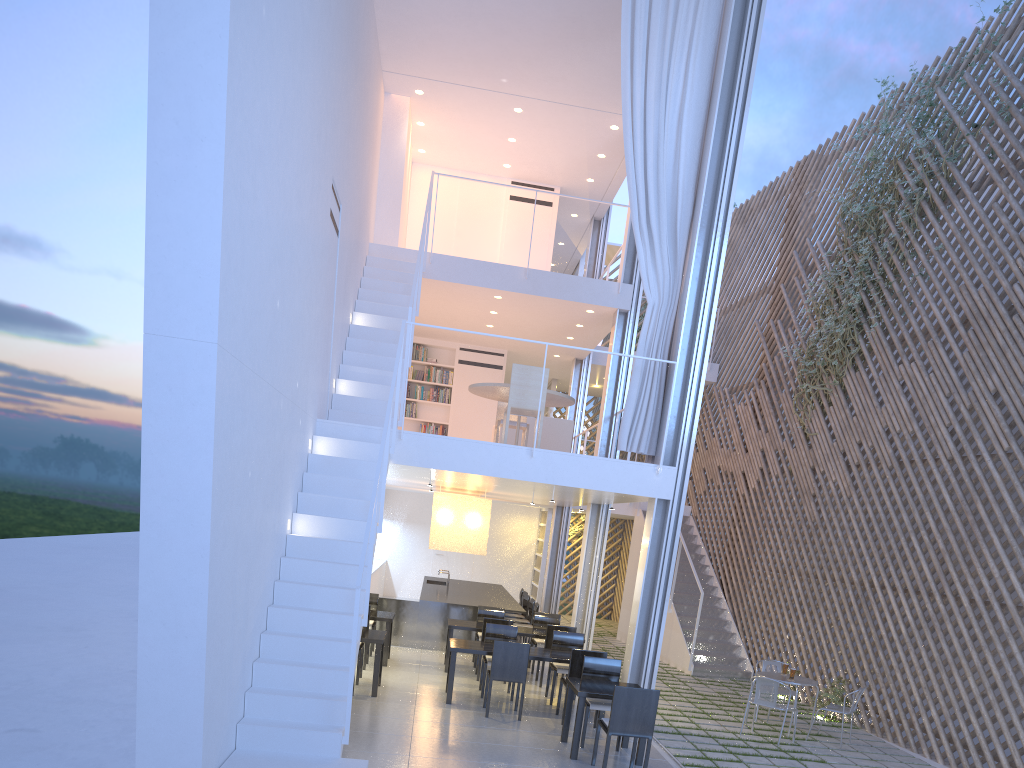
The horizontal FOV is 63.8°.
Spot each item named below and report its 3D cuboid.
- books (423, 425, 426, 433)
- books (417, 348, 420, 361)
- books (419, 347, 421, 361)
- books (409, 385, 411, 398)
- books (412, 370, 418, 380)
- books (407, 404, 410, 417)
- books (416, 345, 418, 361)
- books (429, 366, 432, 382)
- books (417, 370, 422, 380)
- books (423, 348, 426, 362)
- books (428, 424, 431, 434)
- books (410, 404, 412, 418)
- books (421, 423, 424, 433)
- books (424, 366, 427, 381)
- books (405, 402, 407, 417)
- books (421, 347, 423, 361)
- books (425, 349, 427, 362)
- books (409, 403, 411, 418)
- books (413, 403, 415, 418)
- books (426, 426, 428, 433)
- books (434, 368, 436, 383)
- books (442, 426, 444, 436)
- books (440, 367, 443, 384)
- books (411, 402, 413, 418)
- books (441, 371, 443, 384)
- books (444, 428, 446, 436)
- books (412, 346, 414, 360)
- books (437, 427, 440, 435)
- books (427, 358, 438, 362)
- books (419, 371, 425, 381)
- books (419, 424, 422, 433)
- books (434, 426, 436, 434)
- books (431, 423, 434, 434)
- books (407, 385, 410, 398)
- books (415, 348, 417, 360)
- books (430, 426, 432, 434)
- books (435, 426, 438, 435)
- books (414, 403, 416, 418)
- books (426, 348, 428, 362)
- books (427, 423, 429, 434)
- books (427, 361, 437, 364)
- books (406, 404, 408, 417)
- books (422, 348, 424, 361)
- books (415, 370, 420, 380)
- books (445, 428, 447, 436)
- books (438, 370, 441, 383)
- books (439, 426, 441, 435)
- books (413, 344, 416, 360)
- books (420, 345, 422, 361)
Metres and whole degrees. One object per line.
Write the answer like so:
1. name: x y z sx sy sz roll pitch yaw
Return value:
1. books: -0.826 0.457 7.772 0.021 0.127 0.088 6 5 -4
2. books: -0.866 -0.265 7.614 0.018 0.125 0.081 6 5 -4
3. books: -0.852 -0.268 7.609 0.005 0.133 0.091 6 5 -4
4. books: -0.951 0.080 7.687 0.006 0.133 0.068 6 7 -4
5. books: -0.903 -0.078 7.666 0.040 0.105 0.060 6 6 -5
6. books: -0.967 0.259 7.720 0.018 0.125 0.081 6 5 -4
7. books: -0.879 -0.278 7.608 0.010 0.146 0.085 6 6 -4
8. books: -0.758 -0.086 7.667 0.011 0.158 0.078 6 7 -4
9. books: -0.860 -0.072 7.671 0.040 0.105 0.060 6 6 -5
10. books: -0.808 -0.262 7.615 0.015 0.133 0.091 6 5 -4
11. books: -0.784 0.455 7.781 0.015 0.147 0.075 6 7 -4
12. books: -0.945 0.258 7.716 0.005 0.133 0.091 6 5 -4
13. books: -0.849 0.445 7.769 0.015 0.147 0.085 6 6 -4
14. books: -0.808 -0.087 7.663 0.015 0.147 0.075 6 7 -4
15. books: -0.998 0.245 7.717 0.015 0.147 0.075 6 7 -4
16. books: -0.835 -0.268 7.611 0.008 0.139 0.091 6 5 -4
17. books: -0.798 -0.256 7.619 0.006 0.125 0.086 6 5 -4
18. books: -0.952 0.254 7.715 0.008 0.139 0.091 6 5 -4
19. books: -0.920 0.255 7.721 0.010 0.146 0.085 6 6 -4
20. books: -0.807 0.463 7.780 0.006 0.124 0.077 6 6 -4
21. books: -0.717 -0.071 7.667 0.008 0.139 0.091 6 5 -4
22. books: -0.652 0.472 7.792 0.011 0.150 0.082 6 7 -4
23. books: -0.918 0.415 6.139 0.030 1.720 3.563 8 -5 7
24. books: -0.937 0.251 7.718 0.009 0.150 0.086 6 6 -4
25. books: -0.653 -0.053 7.684 0.006 0.124 0.077 6 6 -4
26. books: -0.640 0.483 7.793 0.015 0.128 0.089 6 5 -4
27. books: -0.915 -0.275 7.606 0.015 0.130 0.085 6 5 -4
28. books: -0.696 0.477 7.790 0.018 0.125 0.081 6 5 -4
29. books: -0.741 -0.219 7.637 0.094 0.021 0.062 7 -7 0
30. books: -0.839 -0.069 7.672 0.040 0.105 0.060 6 6 -5
31. books: -0.864 0.449 7.765 0.015 0.133 0.091 6 5 -4
32. books: -0.729 0.468 7.780 0.007 0.133 0.092 6 5 -4
33. books: -0.753 0.453 7.779 0.015 0.158 0.083 6 7 -4
34. books: -0.961 0.079 7.677 0.015 0.128 0.089 6 5 -4
35. books: -0.889 -0.268 7.613 0.006 0.124 0.077 6 6 -4
36. books: -0.769 0.464 7.780 0.015 0.130 0.085 6 5 -4
37. books: -0.716 0.471 7.794 0.021 0.135 0.067 6 7 -4
38. books: -0.909 0.255 7.723 0.011 0.150 0.082 6 7 -4
39. books: -0.792 -0.257 7.628 0.006 0.133 0.068 6 7 -4
40. books: -0.796 0.447 7.776 0.011 0.158 0.078 6 7 -4
41. books: -0.747 -0.196 7.646 0.095 0.021 0.062 8 -7 -6
42. books: -0.983 0.255 7.714 0.015 0.128 0.089 6 5 -4
43. books: -0.824 -0.261 7.615 0.015 0.128 0.089 6 5 -4
44. books: -0.882 -0.075 7.667 0.040 0.105 0.060 6 6 -5
45. books: -0.630 0.484 7.803 0.006 0.133 0.068 6 7 -4
46. books: -0.900 0.397 6.130 0.029 1.628 3.563 8 -6 6
47. books: -0.681 0.469 7.788 0.010 0.146 0.085 6 6 -4
48. books: -0.898 -0.286 7.605 0.015 0.158 0.083 6 7 -4
49. books: -0.844 -0.275 7.611 0.009 0.150 0.086 6 6 -4
